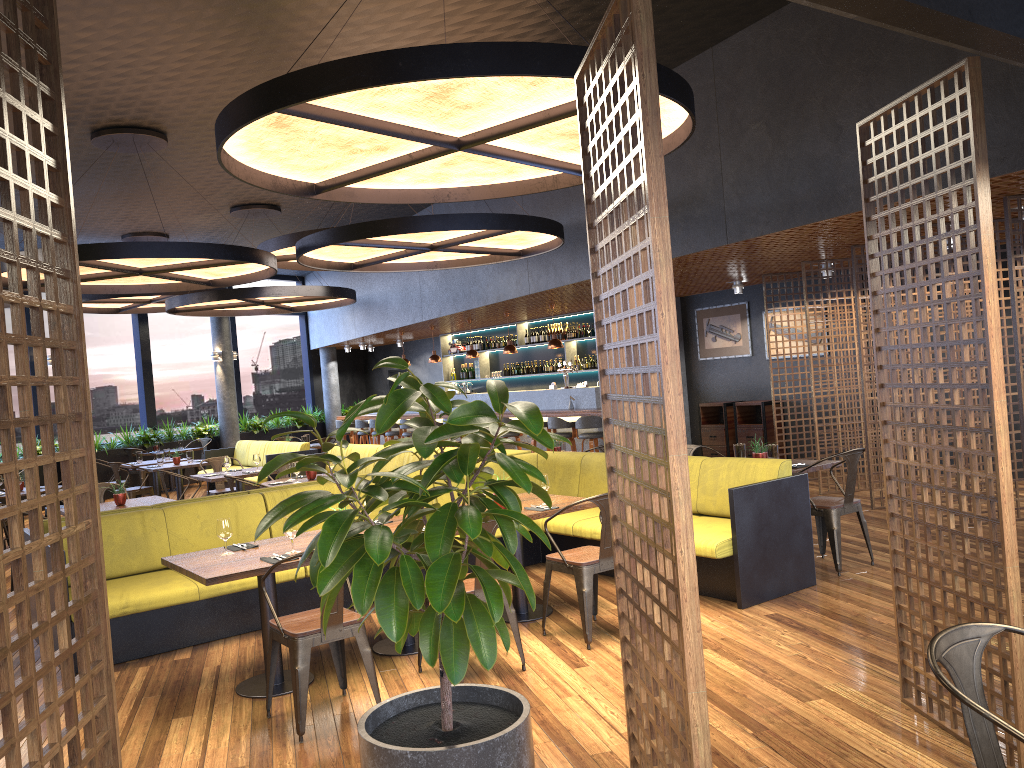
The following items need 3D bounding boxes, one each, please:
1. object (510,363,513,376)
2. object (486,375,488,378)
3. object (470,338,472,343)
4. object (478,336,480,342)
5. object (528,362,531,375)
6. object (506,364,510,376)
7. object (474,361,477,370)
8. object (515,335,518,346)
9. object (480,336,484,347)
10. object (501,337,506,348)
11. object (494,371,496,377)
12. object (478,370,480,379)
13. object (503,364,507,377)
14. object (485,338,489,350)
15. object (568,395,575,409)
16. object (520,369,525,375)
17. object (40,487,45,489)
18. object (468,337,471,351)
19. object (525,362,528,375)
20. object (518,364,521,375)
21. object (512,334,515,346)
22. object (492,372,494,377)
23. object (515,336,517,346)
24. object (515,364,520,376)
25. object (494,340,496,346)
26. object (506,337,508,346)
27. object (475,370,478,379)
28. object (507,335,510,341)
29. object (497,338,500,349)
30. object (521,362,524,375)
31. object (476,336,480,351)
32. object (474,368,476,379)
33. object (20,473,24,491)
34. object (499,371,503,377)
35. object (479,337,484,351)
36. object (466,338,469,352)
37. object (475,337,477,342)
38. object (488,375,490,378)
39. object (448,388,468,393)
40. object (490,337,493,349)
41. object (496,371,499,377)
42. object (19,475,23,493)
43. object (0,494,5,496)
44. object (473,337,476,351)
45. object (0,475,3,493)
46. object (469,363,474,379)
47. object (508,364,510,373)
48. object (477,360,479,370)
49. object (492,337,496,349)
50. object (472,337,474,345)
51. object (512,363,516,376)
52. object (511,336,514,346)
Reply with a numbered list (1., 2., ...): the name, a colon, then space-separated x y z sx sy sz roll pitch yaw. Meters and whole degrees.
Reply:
1. object: -0.001 -0.290 17.935 0.063 0.254 0.063 -5 1 12
2. object: -0.518 -0.157 18.477 0.042 0.059 0.042 -5 1 16
3. object: -0.871 -0.840 19.036 0.085 0.310 0.086 -5 1 5
4. object: -0.693 -0.852 18.790 0.085 0.310 0.086 -5 1 -8
5. object: 0.332 -0.313 17.471 0.063 0.254 0.063 -4 1 27
6. object: -0.087 -0.283 17.887 0.063 0.254 0.063 -4 1 42
7. object: -0.735 -0.401 18.793 0.080 0.192 0.098 -5 1 -36
8. object: 0.113 -0.862 17.527 0.088 0.224 0.088 -5 1 -21
9. object: -0.640 -0.855 18.712 0.085 0.310 0.086 -5 1 5
10. object: -0.172 -0.842 17.928 0.088 0.224 0.088 -5 1 -41
11. object: -0.336 -0.200 18.313 0.084 0.119 0.084 -5 1 9
12. object: -0.662 -0.213 18.712 0.080 0.192 0.098 -5 1 -36
13. object: -0.146 -0.279 17.970 0.063 0.254 0.063 -4 1 27
14. object: -0.523 -0.833 18.377 0.063 0.254 0.063 -4 1 37
15. object: 0.874 0.267 13.068 0.114 0.203 0.069 -5 1 -1
16. object: 0.209 -0.290 17.705 0.088 0.224 0.088 -4 1 29
17. object: -5.680 1.259 10.812 0.255 0.019 0.157 -5 1 -37
18. object: -0.896 -0.836 18.904 0.085 0.310 0.086 -5 1 -8
19. object: 0.278 -0.308 17.406 0.063 0.254 0.063 -5 1 7
20. object: 0.133 -0.285 17.771 0.088 0.224 0.088 -4 1 19
21. object: 0.014 -0.871 17.825 0.063 0.254 0.063 -5 1 -8
22. object: -0.385 -0.197 18.382 0.084 0.119 0.084 -5 1 9
23. object: 0.085 -0.858 17.679 0.068 0.217 0.068 -5 1 -31
24. object: 0.101 -0.281 17.662 0.088 0.224 0.088 -5 1 -21
25. object: -0.373 -0.845 18.357 0.063 0.254 0.063 -4 1 27
26. object: -0.081 -0.850 17.983 0.088 0.224 0.088 -5 1 -41
27. object: -0.720 -0.209 18.794 0.080 0.192 0.098 -5 1 -36
28. object: -0.065 -0.864 17.783 0.063 0.254 0.063 -5 1 12
29. object: -0.278 -0.831 18.028 0.068 0.217 0.068 -4 1 44
30. object: 0.205 -0.303 17.521 0.063 0.254 0.063 -5 1 -18
31. object: -0.716 -0.849 18.656 0.085 0.310 0.086 -5 1 -2
32. object: -0.777 -0.282 19.025 0.094 0.340 0.094 -5 1 -13
33. object: -5.925 1.150 10.654 0.260 0.271 0.238 -5 1 3
34. object: -0.235 -0.207 18.172 0.084 0.119 0.084 -5 1 9
35. object: -0.643 -0.836 18.565 0.083 0.301 0.083 -5 1 -28
36. object: -0.947 -0.833 18.981 0.085 0.310 0.086 -5 1 -2
37. object: -0.762 -0.847 18.875 0.085 0.310 0.086 -5 1 -8
38. object: -0.474 -0.160 18.480 0.042 0.059 0.042 -5 1 16
39. object: -1.211 0.363 19.326 0.550 0.569 0.355 -5 1 -36
40. object: -0.433 -0.839 18.299 0.063 0.254 0.063 -4 1 27
41. object: -0.286 -0.204 18.243 0.084 0.119 0.084 -5 1 9
42. object: -5.805 1.178 10.412 0.097 0.206 0.097 -5 1 -29
43. object: -5.941 1.285 10.316 0.157 0.019 0.255 -5 1 7
44. object: -0.775 -0.845 18.742 0.085 0.310 0.086 -5 1 -17
45. object: -6.167 1.205 10.661 0.097 0.206 0.097 -5 1 6
46. object: -0.873 -0.274 18.984 0.094 0.340 0.094 -5 1 4
47. object: -0.073 -0.286 18.035 0.063 0.254 0.063 -5 1 -43
48. object: -0.678 -0.405 18.710 0.080 0.192 0.098 -5 1 -36
49. object: -0.376 -0.843 18.188 0.063 0.254 0.063 -5 1 -18
50. object: -0.816 -0.843 18.955 0.085 0.310 0.086 -5 1 -24
51. object: 0.039 -0.292 17.810 0.063 0.254 0.063 -5 1 -8
52. object: 0.005 -0.851 17.630 0.068 0.217 0.068 -4 1 39
